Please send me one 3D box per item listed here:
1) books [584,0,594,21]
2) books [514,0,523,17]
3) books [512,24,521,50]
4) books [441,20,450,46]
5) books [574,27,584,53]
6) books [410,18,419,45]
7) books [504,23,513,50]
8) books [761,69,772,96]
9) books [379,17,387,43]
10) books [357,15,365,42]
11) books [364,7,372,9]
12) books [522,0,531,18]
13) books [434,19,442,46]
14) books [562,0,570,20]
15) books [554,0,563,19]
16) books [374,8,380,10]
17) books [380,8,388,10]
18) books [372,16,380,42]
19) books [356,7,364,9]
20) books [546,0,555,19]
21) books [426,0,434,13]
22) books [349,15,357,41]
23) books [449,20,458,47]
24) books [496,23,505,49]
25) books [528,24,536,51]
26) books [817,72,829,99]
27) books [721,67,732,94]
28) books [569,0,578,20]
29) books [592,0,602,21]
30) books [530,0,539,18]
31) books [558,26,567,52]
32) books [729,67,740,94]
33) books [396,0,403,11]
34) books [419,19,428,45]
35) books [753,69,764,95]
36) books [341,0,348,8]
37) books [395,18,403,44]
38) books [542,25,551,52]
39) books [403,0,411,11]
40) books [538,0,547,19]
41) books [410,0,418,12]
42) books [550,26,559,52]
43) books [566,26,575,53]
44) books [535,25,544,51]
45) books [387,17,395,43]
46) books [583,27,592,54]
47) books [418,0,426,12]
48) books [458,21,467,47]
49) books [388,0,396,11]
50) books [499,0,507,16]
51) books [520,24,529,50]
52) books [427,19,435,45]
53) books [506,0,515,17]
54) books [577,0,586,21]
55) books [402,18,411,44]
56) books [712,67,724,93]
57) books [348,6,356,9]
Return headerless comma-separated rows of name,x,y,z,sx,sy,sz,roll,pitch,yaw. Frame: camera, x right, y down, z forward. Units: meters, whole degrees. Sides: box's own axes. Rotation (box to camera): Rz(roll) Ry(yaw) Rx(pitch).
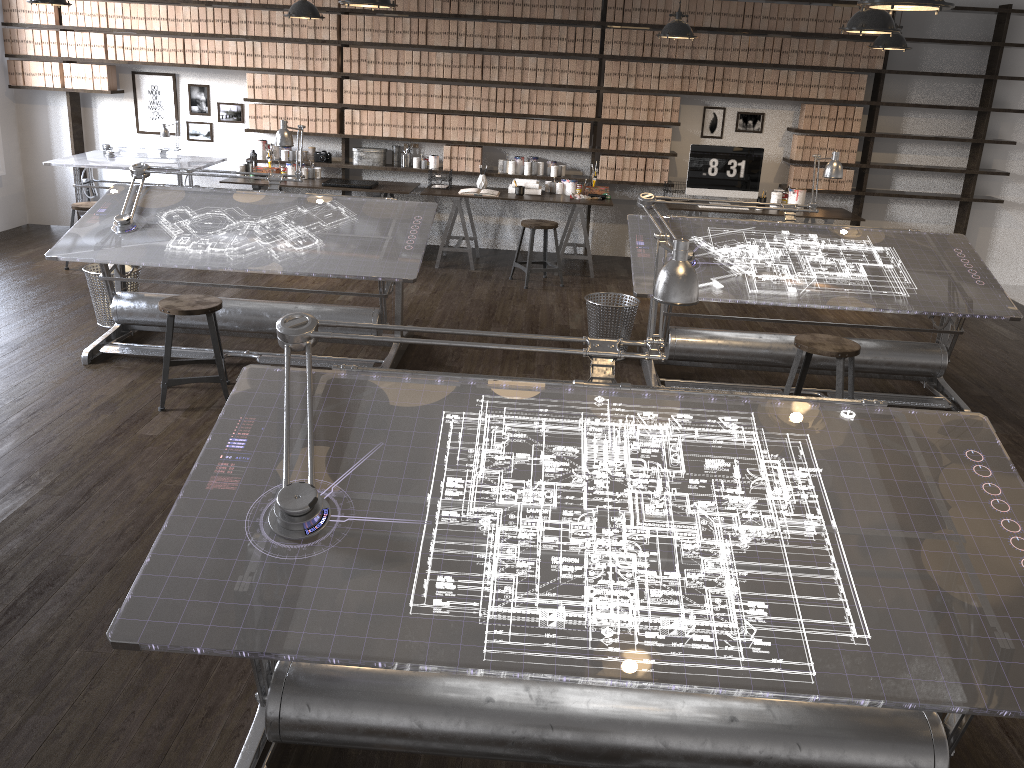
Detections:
books,0.682,-3.318,7.817,0.067,0.222,0.177,4,18,2
books,0.060,-3.357,7.833,0.067,0.222,0.177,4,18,2
books,0.043,-3.097,7.916,0.067,0.222,0.177,4,18,2
books,-0.587,-3.139,7.936,0.067,0.222,0.177,4,18,2
books,0.599,-3.060,7.896,0.067,0.222,0.177,4,18,2
books,-0.863,-3.160,7.952,0.067,0.222,0.177,4,18,2
books,-0.027,-3.103,7.922,0.067,0.222,0.177,4,18,2
books,2.263,-2.697,7.921,0.067,0.222,0.177,4,18,2
books,-1.143,-3.176,7.955,0.067,0.222,0.177,4,18,2
books,-1.345,-3.190,7.963,0.067,0.222,0.177,4,18,2
books,-1.265,-3.446,7.881,0.067,0.222,0.177,4,18,2
books,0.133,-3.353,7.833,0.067,0.222,0.177,4,18,2
books,-0.649,-3.145,7.942,0.067,0.222,0.177,4,18,2
books,0.477,-3.331,7.823,0.067,0.222,0.177,4,18,2
books,0.414,-3.334,7.824,0.067,0.222,0.177,4,18,2
books,-1.196,-3.443,7.883,0.067,0.222,0.177,4,18,2
books,-1.126,-3.438,7.878,0.067,0.222,0.177,4,18,2
books,-1.210,-3.182,7.962,0.067,0.222,0.177,4,18,2
books,-1.338,-3.450,7.881,0.067,0.222,0.177,4,18,2
books,0.342,-3.339,7.824,0.067,0.222,0.177,4,18,2
books,-0.716,-3.411,7.865,0.067,0.222,0.177,4,18,2
books,-1.415,-3.196,7.969,0.067,0.222,0.177,4,18,2
books,-0.515,-3.134,7.933,0.067,0.222,0.177,4,18,2
books,-0.096,-3.109,7.926,0.067,0.222,0.177,4,18,2
books,0.178,-3.090,7.914,0.067,0.222,0.177,4,18,2
books,2.751,-2.664,7.903,0.067,0.222,0.177,4,18,2
books,1.911,-2.721,7.935,0.067,0.222,0.177,4,18,2
books,0.543,-3.325,7.816,0.067,0.222,0.177,4,18,2
books,0.752,-3.312,7.811,0.067,0.222,0.177,4,18,2
books,0.202,-3.350,7.835,0.067,0.222,0.177,4,18,2
books,0.453,-3.070,7.902,0.067,0.222,0.177,4,18,2
books,1.976,-2.715,7.927,0.067,0.222,0.177,4,18,2
books,-0.984,-3.428,7.872,0.067,0.222,0.177,4,18,2
books,-0.789,-3.153,7.944,0.067,0.222,0.177,4,18,2
books,2.188,-2.702,7.924,0.067,0.222,0.177,4,18,2
books,-1.473,-3.461,7.889,0.067,0.222,0.177,4,18,2
books,-1.005,-3.169,7.956,0.067,0.222,0.177,4,18,2
books,0.312,-3.081,7.911,0.067,0.222,0.177,4,18,2
books,-0.921,-3.424,7.871,0.067,0.222,0.177,4,18,2
books,0.272,-3.345,7.831,0.067,0.222,0.177,4,18,2
books,-0.855,-3.418,7.864,0.067,0.222,0.177,4,18,2
books,0.383,-3.076,7.909,0.067,0.222,0.177,4,18,2
books,0.524,-3.067,7.904,0.067,0.222,0.177,4,18,2
books,0.245,-3.083,7.908,0.067,0.222,0.177,4,18,2
books,-1.076,-3.174,7.958,0.067,0.222,0.177,4,18,2
books,0.673,-3.057,7.899,0.067,0.222,0.177,4,18,2
books,-0.787,-3.416,7.868,0.067,0.222,0.177,4,18,2
books,-0.442,-3.130,7.934,0.067,0.222,0.177,4,18,2
books,-1.056,-3.432,7.872,0.067,0.222,0.177,4,18,2
books,-0.075,-3.368,7.841,0.067,0.222,0.177,4,18,2
books,0.115,-3.093,7.915,0.067,0.222,0.177,4,18,2
books,-0.715,-3.150,7.947,0.067,0.222,0.177,4,18,2
books,-0.012,-3.362,7.835,0.067,0.222,0.177,4,18,2
books,0.611,-3.322,7.820,0.067,0.222,0.177,4,18,2
books,-0.935,-3.163,7.950,0.067,0.222,0.177,4,18,2
books,1.837,-2.724,7.932,0.067,0.222,0.177,4,18,2
books,-1.410,-3.455,7.883,0.067,0.222,0.177,4,18,2
